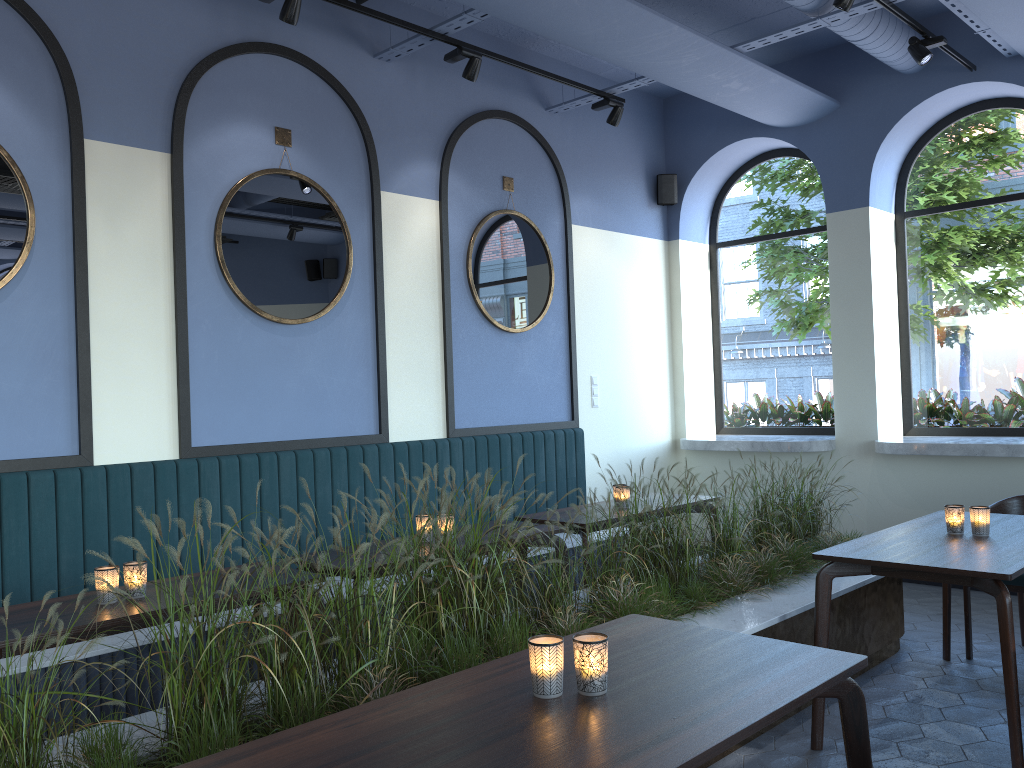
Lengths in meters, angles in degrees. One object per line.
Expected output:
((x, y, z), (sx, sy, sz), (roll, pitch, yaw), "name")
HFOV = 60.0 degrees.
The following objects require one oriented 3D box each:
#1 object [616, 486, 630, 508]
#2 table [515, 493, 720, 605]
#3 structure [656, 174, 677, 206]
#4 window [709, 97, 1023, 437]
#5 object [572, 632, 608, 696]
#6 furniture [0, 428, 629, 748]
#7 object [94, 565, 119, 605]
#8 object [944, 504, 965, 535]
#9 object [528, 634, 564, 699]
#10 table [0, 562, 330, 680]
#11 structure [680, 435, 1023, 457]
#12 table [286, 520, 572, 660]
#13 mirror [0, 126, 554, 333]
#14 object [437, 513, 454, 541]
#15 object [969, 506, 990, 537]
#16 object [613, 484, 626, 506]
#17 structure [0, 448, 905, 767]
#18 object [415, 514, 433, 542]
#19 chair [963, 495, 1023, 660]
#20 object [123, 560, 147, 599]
((0.626, 0.637, 4.997), (0.078, 0.120, 0.078), (-2, -1, 27), "object")
((0.647, 1.075, 5.059), (0.548, 0.755, 1.332), (-3, -1, 44), "table")
((-0.420, -1.651, 1.069), (7.261, 0.268, 13.143), (-2, -1, 27), "structure")
((3.103, -0.877, 0.634), (3.897, 2.394, 14.212), (-2, -1, 5), "window")
((0.174, 0.614, 1.944), (0.078, 0.120, 0.078), (-2, -1, 27), "object")
((0.515, 0.859, 3.268), (4.703, 1.150, 4.800), (-3, -1, 44), "furniture")
((-1.372, 0.682, 3.007), (0.078, 0.120, 0.078), (-2, -1, -29), "object")
((1.887, 0.578, 3.778), (0.078, 0.120, 0.078), (-2, -1, -29), "object")
((0.076, 0.618, 1.938), (0.078, 0.120, 0.078), (-2, -1, 27), "object")
((-1.289, 1.117, 3.067), (0.548, 0.755, 1.285), (-3, -1, 44), "table")
((2.925, 0.356, 0.620), (4.315, 0.080, 14.155), (-2, -1, 5), "structure")
((-0.329, 1.096, 4.056), (0.548, 0.755, 1.332), (-3, -1, 44), "table")
((-1.219, -0.873, 4.918), (0.026, 1.089, 4.357), (-3, -1, 44), "mirror")
((-0.304, 0.658, 4.075), (0.078, 0.120, 0.078), (-2, -1, 27), "object")
((1.961, 0.575, 3.713), (0.078, 0.120, 0.078), (-2, -1, -29), "object")
((0.620, 0.639, 5.094), (0.078, 0.120, 0.078), (-2, -1, 27), "object")
((0.270, 0.842, 3.506), (4.878, 1.207, 1.143), (-1, -1, -44), "structure")
((-0.402, 0.661, 4.068), (0.078, 0.120, 0.078), (-2, -1, 27), "object")
((2.616, 0.981, 4.441), (0.618, 0.793, 0.525), (-3, -1, 44), "chair")
((-1.308, 0.680, 3.081), (0.078, 0.120, 0.078), (-2, -1, -29), "object")
